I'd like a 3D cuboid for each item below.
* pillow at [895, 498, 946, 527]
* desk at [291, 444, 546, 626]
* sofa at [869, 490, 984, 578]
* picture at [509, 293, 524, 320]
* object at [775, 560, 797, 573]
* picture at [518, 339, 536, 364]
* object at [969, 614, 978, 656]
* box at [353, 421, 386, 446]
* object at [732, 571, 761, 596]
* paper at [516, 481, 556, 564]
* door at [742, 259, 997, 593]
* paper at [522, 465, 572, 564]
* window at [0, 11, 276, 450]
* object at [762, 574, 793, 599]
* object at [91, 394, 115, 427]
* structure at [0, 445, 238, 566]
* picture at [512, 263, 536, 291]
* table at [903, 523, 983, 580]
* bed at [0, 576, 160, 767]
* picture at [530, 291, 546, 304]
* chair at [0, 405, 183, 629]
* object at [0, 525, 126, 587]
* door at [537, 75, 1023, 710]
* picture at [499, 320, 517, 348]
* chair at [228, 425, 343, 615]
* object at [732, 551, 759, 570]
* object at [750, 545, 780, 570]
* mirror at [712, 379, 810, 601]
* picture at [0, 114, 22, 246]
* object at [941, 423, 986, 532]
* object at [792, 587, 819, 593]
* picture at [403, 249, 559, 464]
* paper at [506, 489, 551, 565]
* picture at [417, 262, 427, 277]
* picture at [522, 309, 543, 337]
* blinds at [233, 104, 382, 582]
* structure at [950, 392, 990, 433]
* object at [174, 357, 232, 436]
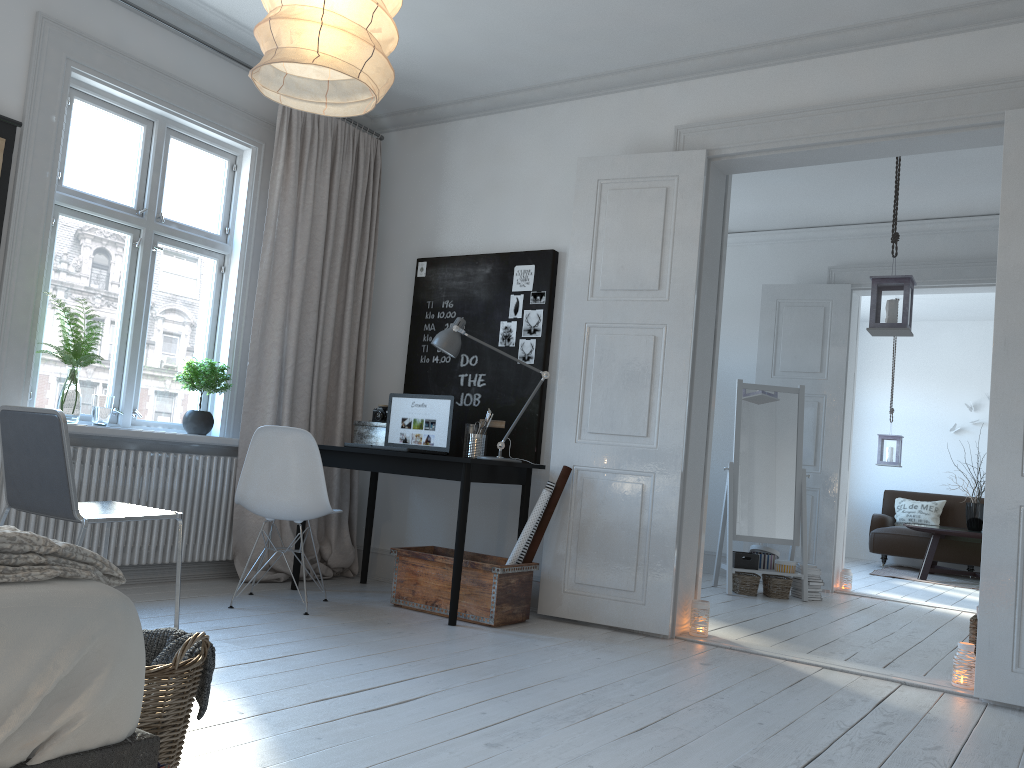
[{"bbox_3d":[4.451,1.429,9.710,0.519,0.366,0.239,2,-5,33],"label":"pillow"},{"bbox_3d":[-0.522,0.736,4.557,1.159,0.758,0.652,2,-5,34],"label":"desk"},{"bbox_3d":[4.931,1.599,9.238,2.164,0.823,0.970,2,-6,34],"label":"sofa"},{"bbox_3d":[0.023,-0.422,4.824,0.083,0.145,0.002,2,-5,34],"label":"picture"},{"bbox_3d":[1.884,1.257,6.110,0.142,0.074,0.142,4,-5,18],"label":"object"},{"bbox_3d":[0.079,-0.177,4.753,0.103,0.136,0.001,2,-5,34],"label":"picture"},{"bbox_3d":[2.156,1.169,3.874,0.270,0.264,0.224,2,-5,34],"label":"object"},{"bbox_3d":[-0.733,0.294,4.963,0.317,0.152,0.193,2,-6,34],"label":"box"},{"bbox_3d":[1.619,1.386,6.160,0.185,0.139,0.296,5,-5,6],"label":"object"},{"bbox_3d":[0.055,0.793,4.274,0.266,0.668,0.043,6,-4,-11],"label":"paper"},{"bbox_3d":[3.126,0.364,6.512,2.598,2.502,0.578,2,-5,34],"label":"door"},{"bbox_3d":[0.119,0.760,4.320,0.297,0.746,0.048,6,-4,-11],"label":"paper"},{"bbox_3d":[-18.168,-4.002,3.241,26.535,15.001,25.687,2,-6,34],"label":"window"},{"bbox_3d":[1.832,1.405,6.145,0.185,0.139,0.296,5,-5,6],"label":"object"},{"bbox_3d":[-1.927,0.125,4.163,0.097,0.146,0.098,2,-6,39],"label":"object"},{"bbox_3d":[-1.852,0.593,4.309,0.195,0.546,1.508,2,-6,34],"label":"structure"},{"bbox_3d":[0.064,-0.580,4.816,0.147,0.154,0.004,2,-5,34],"label":"picture"},{"bbox_3d":[4.476,1.673,8.576,1.299,0.502,1.302,3,-5,24],"label":"table"},{"bbox_3d":[-1.758,0.154,0.894,1.887,1.045,2.180,2,-6,34],"label":"bed"},{"bbox_3d":[0.139,-0.465,4.752,0.095,0.071,0.001,2,-5,34],"label":"picture"},{"bbox_3d":[-1.549,0.505,3.225,0.562,0.796,0.525,2,-5,34],"label":"chair"},{"bbox_3d":[-1.285,0.221,1.591,1.459,0.104,0.405,2,-6,34],"label":"object"},{"bbox_3d":[1.470,-0.007,4.012,2.598,2.502,0.578,2,-5,34],"label":"door"},{"bbox_3d":[-0.024,-0.273,4.834,0.107,0.150,0.001,2,-5,34],"label":"picture"},{"bbox_3d":[-1.052,0.618,4.151,0.474,0.823,0.555,5,-4,-1],"label":"chair"},{"bbox_3d":[1.602,1.220,6.139,0.165,0.103,0.155,5,-5,-1],"label":"object"},{"bbox_3d":[1.785,1.223,6.296,0.207,0.158,0.241,1,-6,41],"label":"object"},{"bbox_3d":[1.787,0.722,6.236,0.610,1.487,0.417,5,-4,-1],"label":"mirror"},{"bbox_3d":[-2.383,-0.699,3.464,0.057,1.311,0.794,3,-5,34],"label":"picture"},{"bbox_3d":[4.603,0.894,8.518,0.845,1.064,0.526,5,-4,5],"label":"object"},{"bbox_3d":[2.052,1.437,6.201,0.111,0.014,0.156,6,-5,-13],"label":"object"},{"bbox_3d":[-0.211,-0.150,4.980,0.952,1.170,0.064,2,-5,34],"label":"picture"},{"bbox_3d":[0.021,0.803,4.224,0.283,0.626,0.041,4,-4,12],"label":"paper"},{"bbox_3d":[-0.531,-0.676,5.226,0.061,0.088,0.004,3,-5,31],"label":"picture"},{"bbox_3d":[0.110,-0.328,4.752,0.121,0.152,0.002,2,-5,34],"label":"picture"},{"bbox_3d":[-1.082,-0.231,4.978,0.224,2.644,0.832,3,-5,34],"label":"blinds"},{"bbox_3d":[5.356,0.326,9.682,1.025,0.477,0.085,2,-5,34],"label":"structure"},{"bbox_3d":[-1.621,0.061,4.617,0.309,0.406,0.272,6,-4,-6],"label":"object"}]
